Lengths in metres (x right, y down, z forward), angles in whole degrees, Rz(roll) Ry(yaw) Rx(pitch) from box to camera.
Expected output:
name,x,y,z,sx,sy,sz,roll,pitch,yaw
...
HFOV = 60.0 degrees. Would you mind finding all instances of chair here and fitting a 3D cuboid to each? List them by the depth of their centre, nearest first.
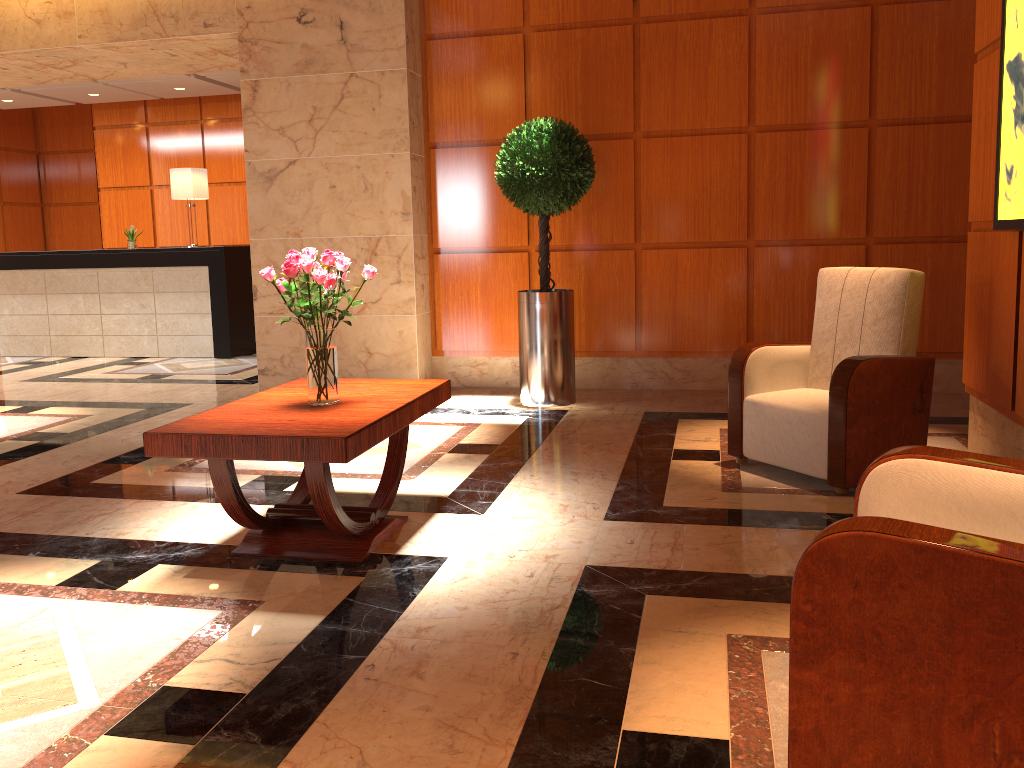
name,x,y,z,sx,sy,sz,roll,pitch,yaw
chair,0.980,0.330,1.851,0.629,0.956,0.741,3,9,31
chair,1.508,-0.065,4.208,0.629,0.956,0.740,-6,9,-28

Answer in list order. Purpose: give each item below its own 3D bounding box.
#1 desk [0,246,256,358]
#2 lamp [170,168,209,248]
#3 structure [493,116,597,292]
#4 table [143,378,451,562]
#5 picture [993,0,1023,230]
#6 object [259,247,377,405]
name,x,y,z,sx,sy,sz,roll,pitch,yaw
desk,-4.222,-0.918,9.794,2.926,1.135,0.946,1,8,13
lamp,-3.409,-1.864,9.413,0.373,0.816,0.374,4,9,37
structure,0.234,-0.977,6.110,0.722,1.704,0.725,-3,7,-9
table,-0.742,0.334,3.460,0.725,0.531,1.174,0,9,13
picture,1.823,-1.347,2.673,0.056,1.728,2.007,0,8,13
object,-0.730,-0.222,3.371,0.327,0.593,0.352,3,9,33
